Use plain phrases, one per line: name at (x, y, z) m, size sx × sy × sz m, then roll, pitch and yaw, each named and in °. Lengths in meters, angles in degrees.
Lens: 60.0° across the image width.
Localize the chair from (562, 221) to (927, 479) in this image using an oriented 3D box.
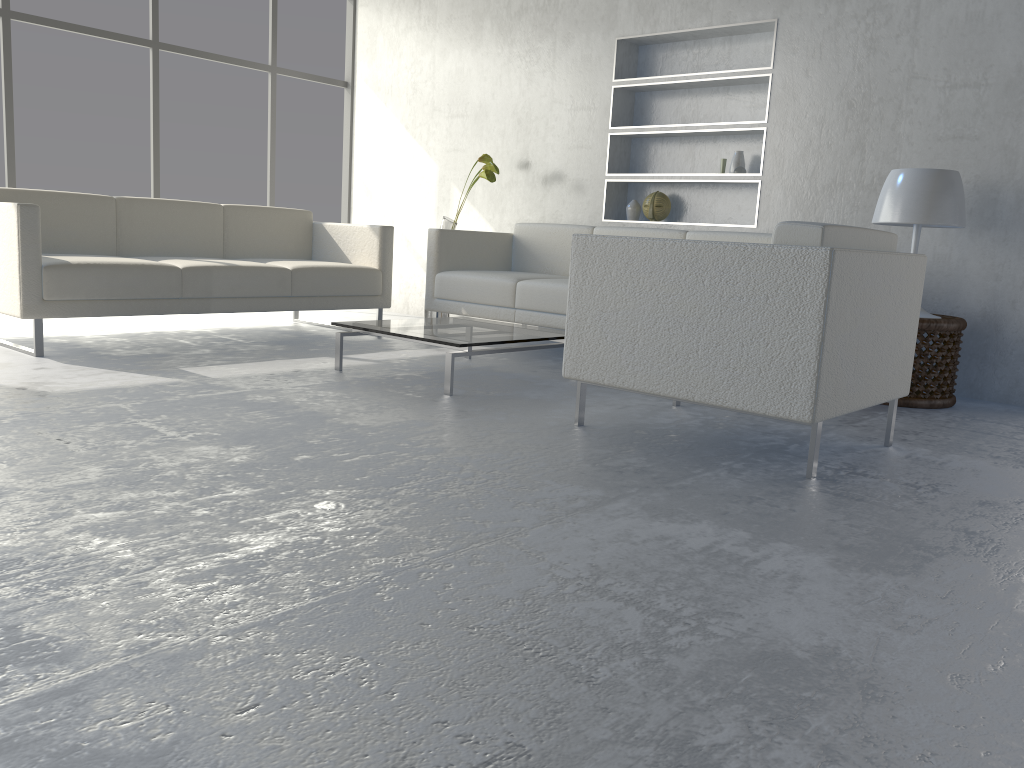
chair at (0.699, -0.165, 2.724) m, size 0.821 × 0.662 × 0.748 m, roll 11°, pitch 12°, yaw 40°

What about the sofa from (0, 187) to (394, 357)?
sofa at (-1.553, -0.564, 4.336) m, size 0.821 × 0.658 × 1.881 m, roll 11°, pitch 12°, yaw 40°

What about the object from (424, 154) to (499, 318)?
object at (-0.270, -0.825, 5.171) m, size 0.387 × 1.051 × 0.400 m, roll 0°, pitch 10°, yaw -21°

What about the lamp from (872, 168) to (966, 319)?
lamp at (1.636, -0.565, 3.599) m, size 0.347 × 0.582 × 0.347 m, roll 5°, pitch 10°, yaw 9°

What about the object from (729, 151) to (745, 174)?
object at (1.159, -1.128, 4.552) m, size 0.079 × 0.130 × 0.079 m, roll 11°, pitch 12°, yaw 38°

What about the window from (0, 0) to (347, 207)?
window at (-2.505, -1.870, 6.290) m, size 0.037 × 2.477 × 4.080 m, roll 11°, pitch 12°, yaw 40°

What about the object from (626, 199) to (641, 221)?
object at (0.684, -0.973, 4.993) m, size 0.086 × 0.128 × 0.086 m, roll -4°, pitch 12°, yaw -38°

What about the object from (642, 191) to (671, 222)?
object at (0.781, -0.974, 4.874) m, size 0.163 × 0.179 × 0.088 m, roll 9°, pitch 11°, yaw 30°

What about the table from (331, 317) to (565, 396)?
table at (-0.212, -0.135, 3.661) m, size 0.730 × 0.190 × 0.773 m, roll 11°, pitch 12°, yaw 40°

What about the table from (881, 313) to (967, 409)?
table at (1.610, -0.111, 3.673) m, size 0.452 × 0.358 × 0.452 m, roll 6°, pitch 10°, yaw 15°

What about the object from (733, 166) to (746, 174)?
object at (1.154, -1.076, 4.487) m, size 0.064 × 0.050 × 0.064 m, roll -6°, pitch 13°, yaw -43°

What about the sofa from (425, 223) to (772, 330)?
sofa at (0.496, -0.468, 4.478) m, size 1.881 × 0.658 × 0.821 m, roll 11°, pitch 12°, yaw 40°

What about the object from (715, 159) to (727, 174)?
object at (1.098, -1.123, 4.614) m, size 0.074 × 0.094 × 0.074 m, roll 4°, pitch 9°, yaw 4°
